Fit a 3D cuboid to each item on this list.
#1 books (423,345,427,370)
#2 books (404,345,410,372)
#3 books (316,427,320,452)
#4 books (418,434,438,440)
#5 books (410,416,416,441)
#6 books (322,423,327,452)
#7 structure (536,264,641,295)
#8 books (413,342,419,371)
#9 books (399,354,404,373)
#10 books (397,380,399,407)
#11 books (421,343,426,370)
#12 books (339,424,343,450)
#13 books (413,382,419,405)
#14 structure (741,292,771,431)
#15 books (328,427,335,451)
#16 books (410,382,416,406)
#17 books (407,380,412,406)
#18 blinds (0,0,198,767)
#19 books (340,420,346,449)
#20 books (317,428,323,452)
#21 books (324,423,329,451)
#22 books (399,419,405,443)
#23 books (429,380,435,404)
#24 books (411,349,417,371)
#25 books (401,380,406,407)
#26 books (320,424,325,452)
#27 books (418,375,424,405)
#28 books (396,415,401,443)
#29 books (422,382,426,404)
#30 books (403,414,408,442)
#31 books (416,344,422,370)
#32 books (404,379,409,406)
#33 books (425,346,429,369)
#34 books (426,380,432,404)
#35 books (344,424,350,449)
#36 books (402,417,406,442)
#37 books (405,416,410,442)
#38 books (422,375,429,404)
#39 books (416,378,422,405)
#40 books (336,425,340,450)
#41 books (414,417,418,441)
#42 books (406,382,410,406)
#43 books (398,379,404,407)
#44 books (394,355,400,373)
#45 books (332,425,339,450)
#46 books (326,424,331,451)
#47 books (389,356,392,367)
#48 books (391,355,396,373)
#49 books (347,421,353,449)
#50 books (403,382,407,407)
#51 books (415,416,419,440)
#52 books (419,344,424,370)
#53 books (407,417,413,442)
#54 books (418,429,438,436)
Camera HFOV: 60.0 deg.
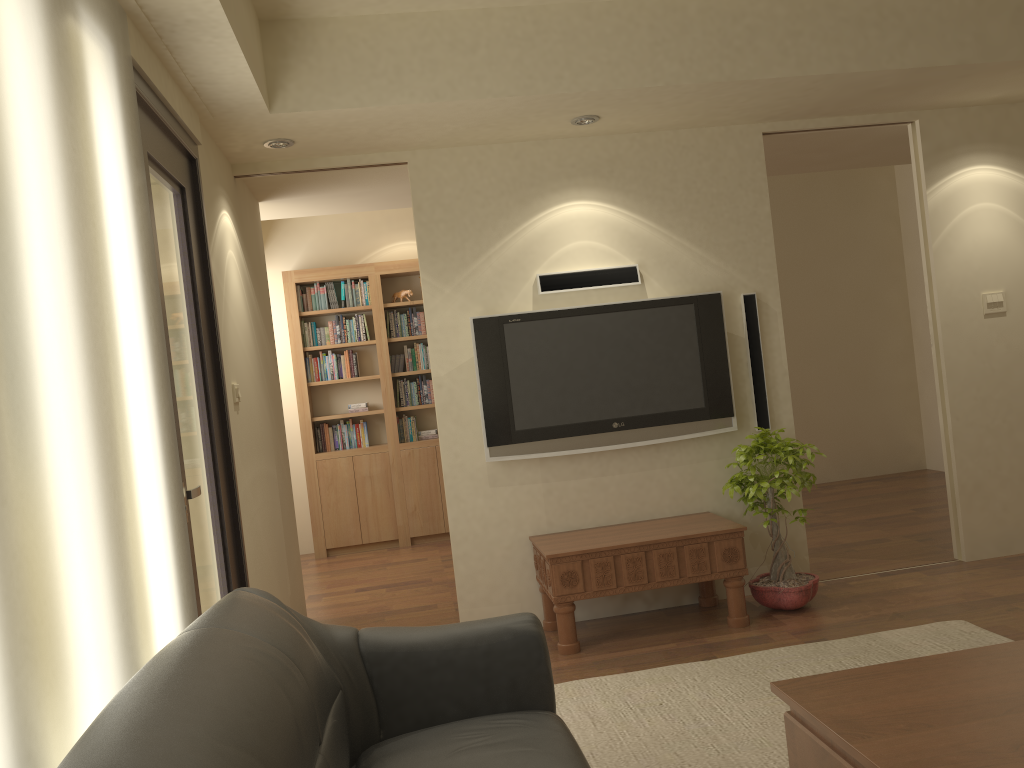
[{"bbox_3d":[-0.765,-0.229,7.807,0.014,0.224,0.168,-7,1,-8],"label":"books"},{"bbox_3d":[-0.926,-0.217,7.799,0.026,0.237,0.139,-7,1,-8],"label":"books"},{"bbox_3d":[-1.690,0.484,7.739,0.011,0.215,0.127,-7,1,-8],"label":"books"},{"bbox_3d":[-0.740,0.464,7.820,0.165,0.036,0.111,-7,1,-8],"label":"books"},{"bbox_3d":[-0.867,0.389,7.781,0.026,0.215,0.167,-7,1,-8],"label":"books"},{"bbox_3d":[-1.631,0.464,7.737,0.015,0.242,0.148,-7,1,-8],"label":"books"},{"bbox_3d":[0.414,-0.564,4.777,0.559,0.111,0.048,-7,1,-8],"label":"structure"},{"bbox_3d":[-0.842,-0.236,7.808,0.019,0.255,0.145,-7,1,-8],"label":"books"},{"bbox_3d":[-0.973,-0.177,7.806,0.070,0.169,0.111,-7,1,-8],"label":"books"},{"bbox_3d":[-1.002,0.084,7.787,0.035,0.242,0.148,-7,1,-8],"label":"books"},{"bbox_3d":[-0.784,-0.236,7.809,0.016,0.243,0.158,-7,1,-8],"label":"books"},{"bbox_3d":[-1.486,0.461,7.746,0.009,0.215,0.168,-7,1,-8],"label":"books"},{"bbox_3d":[-0.845,0.083,7.800,0.026,0.207,0.163,-7,1,-8],"label":"books"},{"bbox_3d":[1.347,-0.122,4.906,0.079,0.764,0.036,-7,1,-8],"label":"structure"},{"bbox_3d":[-1.571,0.477,7.744,0.032,0.202,0.150,-7,1,-8],"label":"books"},{"bbox_3d":[-0.876,0.089,7.803,0.032,0.202,0.150,-7,1,-8],"label":"books"},{"bbox_3d":[-0.899,0.081,7.791,0.014,0.224,0.168,-7,1,-8],"label":"books"},{"bbox_3d":[-0.842,0.087,1.302,0.002,2.453,2.830,-7,1,-8],"label":"blinds"},{"bbox_3d":[-1.472,0.439,7.755,0.026,0.254,0.154,-7,1,-8],"label":"books"},{"bbox_3d":[-1.668,0.486,7.724,0.026,0.207,0.163,-7,1,-8],"label":"books"},{"bbox_3d":[-1.614,0.462,7.734,0.016,0.243,0.158,-7,1,-8],"label":"books"},{"bbox_3d":[-0.966,0.407,7.776,0.032,0.202,0.150,-7,1,-8],"label":"books"},{"bbox_3d":[-0.702,0.067,7.820,0.036,0.206,0.162,-7,1,-8],"label":"books"},{"bbox_3d":[-0.865,-0.206,7.802,0.032,0.202,0.150,-7,1,-8],"label":"books"},{"bbox_3d":[-0.955,0.082,7.789,0.017,0.235,0.157,-7,1,-8],"label":"books"},{"bbox_3d":[-1.647,0.466,7.733,0.019,0.242,0.152,-7,1,-8],"label":"books"},{"bbox_3d":[-0.799,0.053,7.816,0.019,0.255,0.145,-7,1,-8],"label":"books"},{"bbox_3d":[-0.993,0.394,7.769,0.017,0.235,0.157,-7,1,-8],"label":"books"},{"bbox_3d":[-0.780,0.079,7.819,0.011,0.200,0.143,-7,1,-8],"label":"books"},{"bbox_3d":[-0.933,0.383,7.777,0.016,0.243,0.158,-7,1,-8],"label":"books"},{"bbox_3d":[-0.821,-0.231,7.807,0.019,0.242,0.152,-7,1,-8],"label":"books"},{"bbox_3d":[-0.927,0.074,7.792,0.016,0.243,0.158,-7,1,-8],"label":"books"},{"bbox_3d":[-0.752,-0.226,7.809,0.009,0.215,0.168,-7,1,-8],"label":"books"},{"bbox_3d":[-0.734,0.068,7.819,0.026,0.211,0.156,-7,1,-8],"label":"books"},{"bbox_3d":[-1.443,0.458,7.758,0.026,0.211,0.156,-7,1,-8],"label":"books"},{"bbox_3d":[-0.944,0.398,7.770,0.009,0.215,0.168,-7,1,-8],"label":"books"},{"bbox_3d":[-0.915,0.390,7.774,0.014,0.224,0.168,-7,1,-8],"label":"books"},{"bbox_3d":[-0.763,0.050,7.816,0.026,0.254,0.154,-7,1,-8],"label":"books"},{"bbox_3d":[-0.822,0.065,7.816,0.026,0.237,0.139,-7,1,-8],"label":"books"},{"bbox_3d":[-1.512,0.464,7.743,0.013,0.215,0.168,-7,1,-8],"label":"books"},{"bbox_3d":[-0.848,0.393,7.788,0.011,0.202,0.158,-7,1,-8],"label":"books"},{"bbox_3d":[-0.911,0.087,7.789,0.009,0.215,0.168,-7,1,-8],"label":"books"},{"bbox_3d":[-0.975,0.080,7.788,0.019,0.242,0.152,-7,1,-8],"label":"books"},{"bbox_3d":[-1.010,-0.173,7.802,0.070,0.169,0.111,-7,1,-8],"label":"books"},{"bbox_3d":[-1.540,0.466,7.761,0.036,0.218,0.124,-7,1,-8],"label":"books"},{"bbox_3d":[-1.597,0.464,7.737,0.017,0.235,0.157,-7,1,-8],"label":"books"},{"bbox_3d":[-1.085,-0.164,7.793,0.070,0.169,0.111,-7,1,-8],"label":"books"},{"bbox_3d":[-1.047,-0.168,7.794,0.070,0.169,0.111,-7,1,-8],"label":"books"},{"bbox_3d":[-1.420,0.442,7.770,0.026,0.237,0.139,-7,1,-8],"label":"books"},{"bbox_3d":[-0.941,0.090,7.806,0.011,0.215,0.127,-7,1,-8],"label":"books"},{"bbox_3d":[-0.840,0.386,7.805,0.011,0.215,0.127,-7,1,-8],"label":"books"},{"bbox_3d":[-0.801,-0.230,7.808,0.017,0.235,0.157,-7,1,-8],"label":"books"},{"bbox_3d":[-0.894,0.396,7.780,0.026,0.207,0.163,-7,1,-8],"label":"books"},{"bbox_3d":[-0.739,0.426,7.813,0.165,0.036,0.111,-7,1,-2],"label":"books"}]
